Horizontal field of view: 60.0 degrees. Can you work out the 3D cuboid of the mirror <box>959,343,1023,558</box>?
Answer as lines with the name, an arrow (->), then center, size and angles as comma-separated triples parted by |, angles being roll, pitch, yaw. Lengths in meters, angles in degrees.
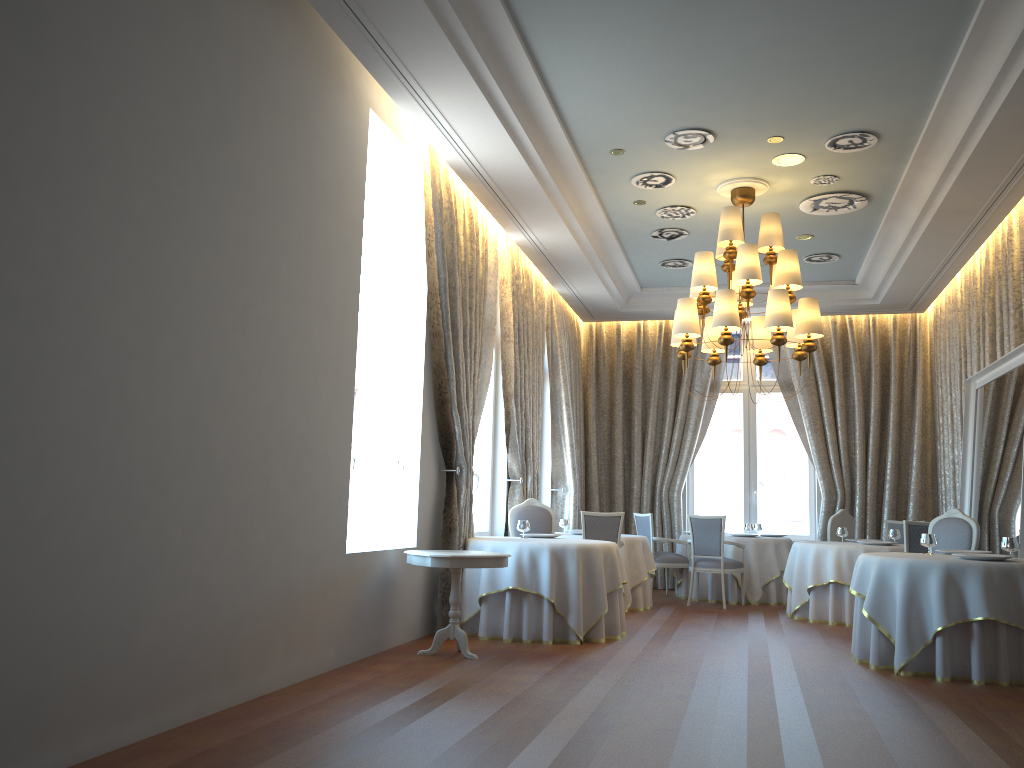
mirror -> 4.516, 1.063, 8.272 | 0.385, 2.564, 2.251 | -1, -8, 15

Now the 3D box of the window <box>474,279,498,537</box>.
window -> -0.401, 0.018, 9.579 | 0.259, 3.306, 1.882 | 0, -8, 15

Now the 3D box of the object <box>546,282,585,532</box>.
object -> 0.811, 0.584, 12.763 | 0.386, 4.901, 2.121 | -1, -8, 15

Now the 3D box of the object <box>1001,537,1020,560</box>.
object -> 3.760, 1.240, 6.688 | 0.128, 0.165, 0.128 | -1, -8, 15

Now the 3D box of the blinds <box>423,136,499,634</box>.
blinds -> -0.453, -0.124, 8.346 | 0.315, 4.930, 2.204 | -1, -8, 15

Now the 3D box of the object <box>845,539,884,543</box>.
object -> 4.127, 1.838, 10.389 | 0.419, 0.036, 0.419 | 0, -8, 14

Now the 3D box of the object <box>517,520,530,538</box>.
object -> 0.110, 1.381, 8.430 | 0.128, 0.165, 0.128 | 2, -8, -3

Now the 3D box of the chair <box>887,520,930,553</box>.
chair -> 3.981, 1.934, 8.946 | 0.650, 1.108, 0.629 | 4, -8, -15

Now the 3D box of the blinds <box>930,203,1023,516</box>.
blinds -> 5.410, 0.325, 10.447 | 0.238, 4.819, 4.439 | -1, -8, 15

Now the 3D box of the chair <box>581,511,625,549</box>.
chair -> 0.901, 1.949, 9.678 | 0.650, 1.108, 0.629 | 3, -8, -10

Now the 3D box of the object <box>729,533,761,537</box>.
object -> 3.057, 1.986, 11.647 | 0.419, 0.036, 0.419 | 0, -8, 14

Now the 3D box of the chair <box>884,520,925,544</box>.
chair -> 4.800, 2.239, 10.936 | 0.650, 1.108, 0.629 | -4, -10, 35

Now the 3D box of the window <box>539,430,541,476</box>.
window -> 0.177, 0.361, 11.882 | 0.196, 3.306, 1.881 | -1, -8, 15

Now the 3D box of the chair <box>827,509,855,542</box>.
chair -> 3.970, 2.215, 11.339 | 0.563, 1.233, 0.690 | 7, -10, -35

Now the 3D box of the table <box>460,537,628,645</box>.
table -> 0.234, 1.888, 8.220 | 1.663, 0.890, 1.667 | 1, -8, 4

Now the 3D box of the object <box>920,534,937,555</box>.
object -> 3.412, 1.311, 7.260 | 0.128, 0.165, 0.128 | -6, -11, 45

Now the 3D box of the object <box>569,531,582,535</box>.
object -> 0.868, 1.739, 10.347 | 0.419, 0.036, 0.419 | 0, -8, 14

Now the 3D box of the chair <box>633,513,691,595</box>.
chair -> 2.002, 2.293, 11.886 | 0.629, 1.108, 0.650 | 5, -9, -20

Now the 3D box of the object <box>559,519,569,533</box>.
object -> 0.655, 1.775, 11.099 | 0.128, 0.165, 0.128 | -1, -8, 15

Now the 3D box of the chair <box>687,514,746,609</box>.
chair -> 2.499, 2.182, 11.001 | 0.650, 1.108, 0.629 | -3, -9, 30

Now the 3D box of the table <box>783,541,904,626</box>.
table -> 3.925, 2.236, 9.926 | 1.663, 0.890, 1.667 | -3, -9, 28

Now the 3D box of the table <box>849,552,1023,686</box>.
table -> 3.511, 1.795, 6.897 | 1.663, 0.890, 1.667 | 1, -8, 4

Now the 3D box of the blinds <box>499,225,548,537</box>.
blinds -> 0.195, 0.227, 10.692 | 0.335, 4.969, 2.257 | -1, -8, 15

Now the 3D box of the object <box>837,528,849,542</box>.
object -> 3.839, 1.753, 10.297 | 0.128, 0.165, 0.128 | -1, -8, 15

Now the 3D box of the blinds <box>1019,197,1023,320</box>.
blinds -> 4.298, -0.299, 6.265 | 0.238, 4.819, 4.439 | -1, -8, 15

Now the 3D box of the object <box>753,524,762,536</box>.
object -> 3.414, 2.028, 12.328 | 0.128, 0.165, 0.128 | -1, -8, 15

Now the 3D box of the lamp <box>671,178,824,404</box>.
lamp -> 2.247, -0.902, 8.596 | 1.373, 2.121, 1.373 | 8, -10, -37

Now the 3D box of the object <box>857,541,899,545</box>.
object -> 3.955, 1.721, 9.595 | 0.419, 0.036, 0.419 | 0, -8, 14

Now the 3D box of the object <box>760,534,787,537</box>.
object -> 3.526, 2.051, 12.012 | 0.419, 0.036, 0.419 | 0, -8, 14

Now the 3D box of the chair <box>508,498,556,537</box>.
chair -> 0.252, 1.789, 9.077 | 0.563, 1.233, 0.690 | 3, -8, -10

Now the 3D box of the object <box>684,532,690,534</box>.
object -> 2.541, 2.033, 12.082 | 0.419, 0.036, 0.419 | 0, -8, 14

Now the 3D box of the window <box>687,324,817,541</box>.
window -> 3.626, 0.692, 13.524 | 1.881, 3.306, 0.196 | -1, -8, 15

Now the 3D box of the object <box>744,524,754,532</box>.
object -> 3.191, 1.968, 11.952 | 0.128, 0.165, 0.128 | -1, -8, 15

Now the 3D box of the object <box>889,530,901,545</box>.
object -> 4.229, 1.693, 9.796 | 0.128, 0.165, 0.128 | -1, -8, 15

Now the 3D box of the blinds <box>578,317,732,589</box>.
blinds -> 2.088, 0.680, 13.506 | 2.535, 4.901, 0.386 | -1, -8, 15

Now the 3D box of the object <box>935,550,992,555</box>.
object -> 3.735, 1.396, 7.338 | 0.419, 0.036, 0.419 | 0, -8, 14

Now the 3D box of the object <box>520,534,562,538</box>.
object -> 0.285, 1.488, 8.693 | 0.419, 0.036, 0.419 | 0, -8, 14

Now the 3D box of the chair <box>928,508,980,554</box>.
chair -> 3.701, 1.708, 7.811 | 0.690, 1.233, 0.563 | 5, -9, -25

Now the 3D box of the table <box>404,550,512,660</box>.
table -> -0.432, 1.700, 6.797 | 0.761, 0.801, 0.760 | 7, -10, -35

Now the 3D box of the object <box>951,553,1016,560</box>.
object -> 3.464, 1.272, 6.518 | 0.419, 0.036, 0.419 | 0, -8, 14

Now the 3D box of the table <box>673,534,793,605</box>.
table -> 3.043, 2.508, 12.031 | 1.667, 0.890, 1.663 | -4, -10, 33

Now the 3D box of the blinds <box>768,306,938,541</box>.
blinds -> 4.866, 0.655, 12.765 | 2.476, 4.901, 0.386 | -1, -8, 15

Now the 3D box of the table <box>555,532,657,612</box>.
table -> 0.912, 2.265, 10.742 | 1.667, 0.890, 1.663 | 0, -8, 9
